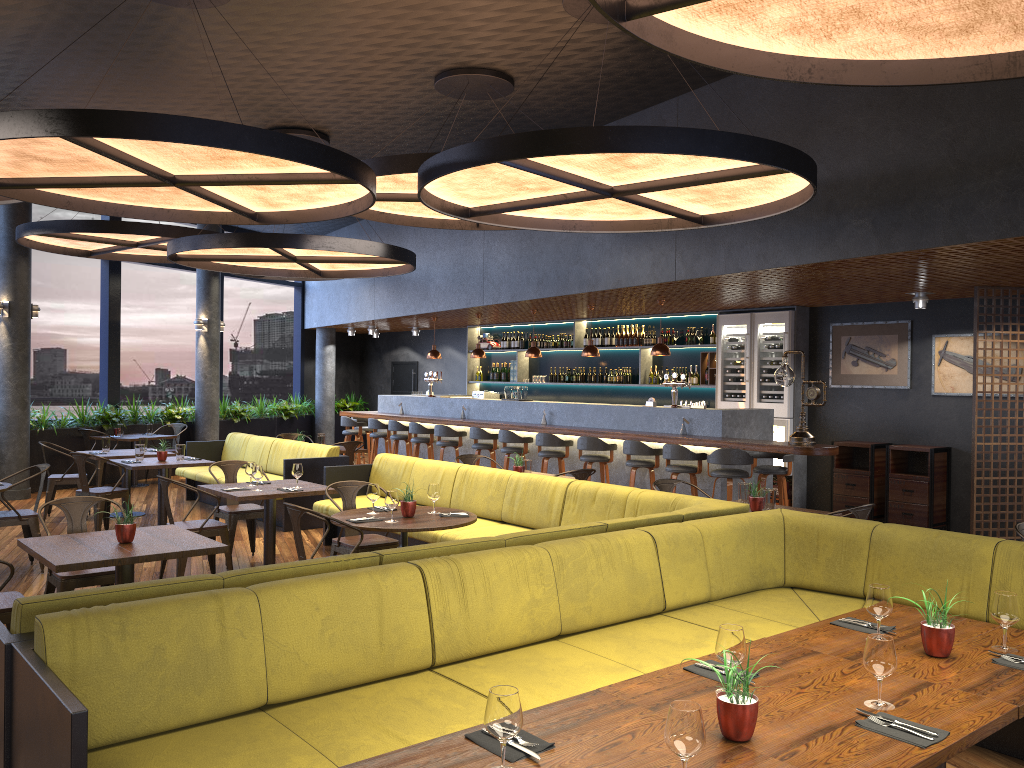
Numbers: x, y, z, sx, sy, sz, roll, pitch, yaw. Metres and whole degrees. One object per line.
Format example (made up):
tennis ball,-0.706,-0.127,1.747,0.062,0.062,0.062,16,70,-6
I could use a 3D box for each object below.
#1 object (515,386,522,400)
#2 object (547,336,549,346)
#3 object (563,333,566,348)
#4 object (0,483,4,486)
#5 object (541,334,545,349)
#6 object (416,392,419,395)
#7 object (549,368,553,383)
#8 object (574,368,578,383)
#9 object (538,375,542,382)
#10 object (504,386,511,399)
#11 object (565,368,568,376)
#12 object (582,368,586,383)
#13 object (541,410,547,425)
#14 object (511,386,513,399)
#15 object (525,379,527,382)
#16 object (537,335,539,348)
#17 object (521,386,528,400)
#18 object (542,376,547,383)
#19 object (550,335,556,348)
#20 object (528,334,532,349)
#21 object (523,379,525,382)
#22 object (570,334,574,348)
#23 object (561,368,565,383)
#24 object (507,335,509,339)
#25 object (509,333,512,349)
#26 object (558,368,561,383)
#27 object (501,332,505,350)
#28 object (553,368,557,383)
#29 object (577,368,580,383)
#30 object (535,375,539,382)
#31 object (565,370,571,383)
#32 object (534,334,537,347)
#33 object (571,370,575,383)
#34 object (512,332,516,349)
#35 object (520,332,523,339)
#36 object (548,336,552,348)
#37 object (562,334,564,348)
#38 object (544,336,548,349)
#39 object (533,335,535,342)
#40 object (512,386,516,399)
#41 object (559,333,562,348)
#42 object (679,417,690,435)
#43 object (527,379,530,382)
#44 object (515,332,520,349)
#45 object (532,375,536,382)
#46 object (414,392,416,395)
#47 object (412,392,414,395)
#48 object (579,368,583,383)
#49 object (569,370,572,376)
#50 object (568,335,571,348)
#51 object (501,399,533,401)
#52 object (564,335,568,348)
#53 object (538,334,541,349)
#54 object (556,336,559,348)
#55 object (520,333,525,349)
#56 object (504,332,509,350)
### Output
object,0.094,0.137,12.824,0.105,0.209,0.105,1,0,-5
object,0.627,-0.711,15.238,0.068,0.217,0.068,0,0,-35
object,0.890,-0.724,14.923,0.063,0.254,0.063,1,0,-12
object,-4.448,0.850,7.497,0.255,0.019,0.157,0,1,-41
object,0.536,-0.731,15.354,0.063,0.254,0.063,1,0,-2
object,-1.680,0.169,15.764,0.042,0.059,0.042,0,1,-42
object,0.666,-0.149,15.051,0.063,0.254,0.063,1,0,22
object,1.049,-0.141,14.630,0.063,0.254,0.063,1,0,-22
object,0.499,-0.087,15.313,0.084,0.119,0.084,1,0,5
object,-0.061,0.134,13.017,0.105,0.209,0.105,1,0,-5
object,0.928,-0.145,14.965,0.063,0.254,0.063,1,0,22
object,1.180,-0.139,14.590,0.063,0.254,0.063,1,0,22
object,0.443,0.450,12.081,0.114,0.203,0.069,1,1,39
object,0.029,0.135,13.077,0.105,0.209,0.105,1,0,-5
object,0.247,-0.062,15.529,0.042,0.059,0.042,1,0,12
object,0.465,-0.733,15.426,0.063,0.254,0.063,1,0,22
object,0.178,0.138,12.903,0.105,0.209,0.105,1,0,-5
object,0.555,-0.086,15.246,0.084,0.119,0.084,1,0,5
object,0.695,-0.712,15.013,0.088,0.224,0.088,1,1,45
object,0.313,-0.735,15.434,0.063,0.254,0.063,1,0,32
object,0.215,-0.063,15.625,0.042,0.059,0.042,1,0,12
object,1.009,-0.706,14.634,0.088,0.224,0.088,1,0,-25
object,0.862,-0.145,14.905,0.063,0.254,0.063,1,0,-12
object,-0.080,-0.774,16.067,0.085,0.310,0.086,1,0,1
object,-0.020,-0.772,15.990,0.085,0.310,0.086,1,0,-29
object,0.813,-0.147,15.027,0.063,0.254,0.063,1,0,7
object,-0.153,-0.774,16.006,0.085,0.310,0.086,1,0,-6
object,0.730,-0.148,14.974,0.063,0.254,0.063,1,0,37
object,1.116,-0.141,14.676,0.063,0.254,0.063,1,0,-7
object,0.444,-0.088,15.379,0.084,0.119,0.084,1,0,5
object,0.933,-0.129,14.763,0.088,0.224,0.088,1,0,-25
object,0.409,-0.733,15.364,0.063,0.254,0.063,1,0,22
object,1.038,-0.128,14.813,0.088,0.224,0.088,1,0,25
object,0.037,-0.770,15.780,0.085,0.310,0.086,1,0,-21
object,0.175,-0.768,15.760,0.085,0.310,0.086,1,0,1
object,0.659,-0.710,15.158,0.068,0.217,0.068,1,0,-20
object,0.855,-0.725,15.005,0.063,0.254,0.063,1,0,-32
object,0.582,-0.711,15.105,0.068,0.217,0.068,1,1,40
object,0.403,-0.734,15.494,0.063,0.254,0.063,1,0,27
object,0.053,0.136,12.956,0.105,0.209,0.105,1,0,-5
object,0.814,-0.724,14.876,0.063,0.254,0.063,1,0,8
object,1.987,0.483,10.233,0.114,0.203,0.069,1,0,-5
object,0.291,-0.061,15.535,0.042,0.059,0.042,1,0,12
object,0.102,-0.769,15.699,0.085,0.310,0.086,1,0,-6
object,0.390,-0.089,15.445,0.084,0.119,0.084,1,0,5
object,-1.721,0.169,15.742,0.042,0.059,0.042,0,1,-42
object,-1.758,0.169,15.713,0.042,0.059,0.042,0,1,-42
object,1.131,-0.140,14.520,0.063,0.254,0.063,1,0,2
object,0.958,-0.129,14.874,0.088,0.224,0.088,1,0,15
object,0.970,-0.704,14.783,0.068,0.217,0.068,0,0,-35
object,0.075,0.231,12.970,0.273,0.019,0.437,0,1,-40
object,0.894,-0.705,14.729,0.068,0.217,0.068,1,0,35
object,0.474,-0.732,15.257,0.063,0.254,0.063,1,0,-22
object,0.782,-0.711,15.074,0.088,0.224,0.088,1,1,45
object,0.180,-0.749,15.613,0.083,0.301,0.083,1,0,-32
object,-0.095,-0.773,15.933,0.085,0.310,0.086,1,0,-12
